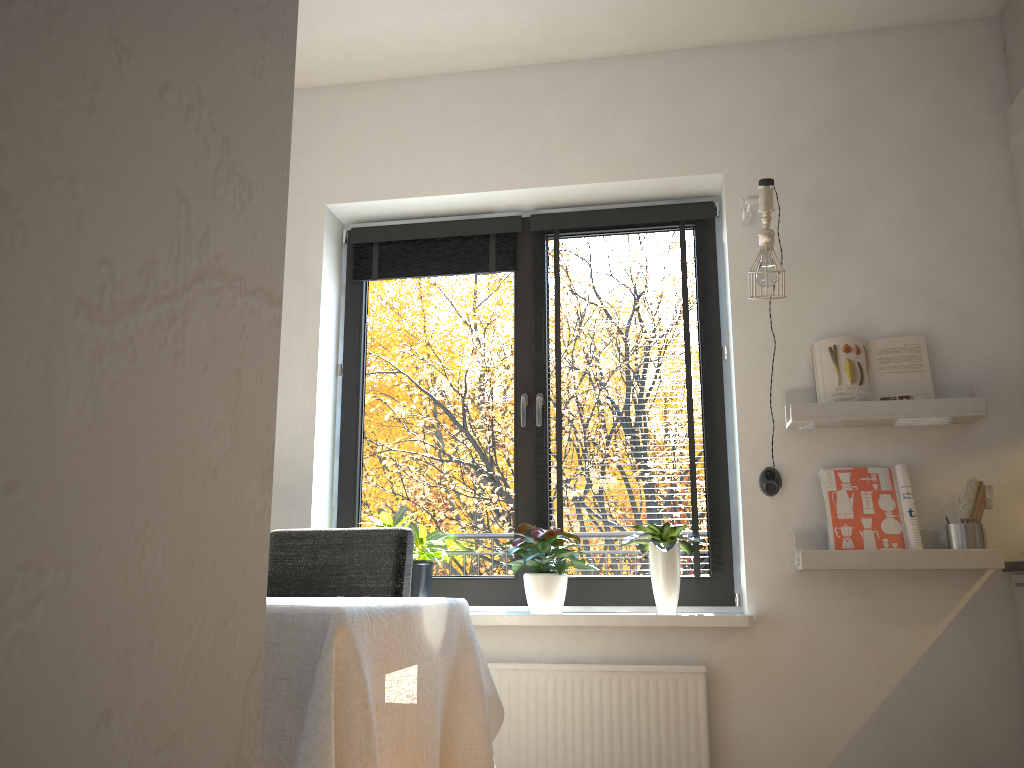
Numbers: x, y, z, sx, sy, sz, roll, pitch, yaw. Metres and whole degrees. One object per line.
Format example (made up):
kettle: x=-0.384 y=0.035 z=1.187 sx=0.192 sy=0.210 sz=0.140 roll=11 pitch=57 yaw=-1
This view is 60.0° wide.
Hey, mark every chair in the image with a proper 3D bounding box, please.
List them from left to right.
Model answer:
chair: x=-0.574 y=0.851 z=2.343 sx=0.461 sy=0.957 sz=0.546 roll=-3 pitch=-13 yaw=15

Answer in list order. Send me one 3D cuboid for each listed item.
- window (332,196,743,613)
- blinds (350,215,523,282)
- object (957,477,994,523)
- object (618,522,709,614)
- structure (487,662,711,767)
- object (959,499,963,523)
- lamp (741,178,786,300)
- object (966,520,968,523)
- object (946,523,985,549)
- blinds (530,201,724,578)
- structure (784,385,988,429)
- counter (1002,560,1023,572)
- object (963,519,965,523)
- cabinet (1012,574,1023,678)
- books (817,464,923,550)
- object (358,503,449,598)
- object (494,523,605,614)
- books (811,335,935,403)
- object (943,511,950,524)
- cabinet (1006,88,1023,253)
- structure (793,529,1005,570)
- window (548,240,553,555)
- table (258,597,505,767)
window: x=0.054 y=0.072 z=3.430 sx=1.561 sy=1.583 sz=0.120 roll=-2 pitch=-12 yaw=10
blinds: x=-0.308 y=-0.546 z=3.587 sx=0.710 sy=0.229 sz=0.049 roll=-2 pitch=-12 yaw=10
object: x=1.450 y=0.423 z=2.770 sx=0.119 sy=0.266 sz=0.060 roll=0 pitch=-12 yaw=1
object: x=0.515 y=0.628 z=3.048 sx=0.292 sy=0.315 sz=0.355 roll=0 pitch=-12 yaw=1
structure: x=-0.083 y=1.168 z=2.962 sx=1.457 sy=0.458 sz=0.078 roll=-3 pitch=-12 yaw=11
object: x=1.421 y=0.462 z=2.794 sx=0.007 sy=0.200 sz=0.020 roll=-7 pitch=-14 yaw=31
lamp: x=0.861 y=-0.464 z=3.033 sx=0.131 sy=0.394 sz=0.312 roll=-3 pitch=-13 yaw=14
object: x=1.433 y=0.472 z=2.800 sx=0.007 sy=0.177 sz=0.039 roll=9 pitch=-15 yaw=-38
object: x=1.429 y=0.504 z=2.790 sx=0.103 sy=0.124 sz=0.103 roll=-2 pitch=-12 yaw=7
blinds: x=0.427 y=0.006 z=3.336 sx=0.710 sy=1.418 sz=0.049 roll=-2 pitch=-12 yaw=10
structure: x=1.217 y=0.065 z=2.923 sx=0.594 sy=0.129 sz=0.147 roll=-2 pitch=-13 yaw=10
counter: x=1.493 y=0.189 z=0.715 sx=0.622 sy=0.192 sz=4.262 roll=-2 pitch=-13 yaw=10
object: x=1.413 y=0.476 z=2.803 sx=0.067 sy=0.165 sz=0.007 roll=-8 pitch=-14 yaw=32
cabinet: x=1.210 y=0.483 z=0.705 sx=0.040 sy=0.688 sz=4.236 roll=-2 pitch=-13 yaw=10
books: x=1.159 y=0.424 z=2.871 sx=0.283 sy=0.329 sz=0.139 roll=-2 pitch=-12 yaw=8
object: x=-0.358 y=0.624 z=3.182 sx=0.333 sy=0.383 sz=0.300 roll=-6 pitch=-13 yaw=25
object: x=0.113 y=0.635 z=3.064 sx=0.380 sy=0.308 sz=0.372 roll=3 pitch=-13 yaw=-15
books: x=1.208 y=-0.019 z=2.962 sx=0.364 sy=0.298 sz=0.110 roll=-2 pitch=-12 yaw=10
object: x=1.401 y=0.481 z=2.809 sx=0.089 sy=0.158 sz=0.007 roll=7 pitch=-14 yaw=-29
cabinet: x=1.568 y=-0.898 z=0.932 sx=0.458 sy=1.066 sz=4.248 roll=-2 pitch=-13 yaw=10
structure: x=1.217 y=0.526 z=2.826 sx=0.594 sy=0.129 sz=0.147 roll=-2 pitch=-13 yaw=10
window: x=0.400 y=4.819 z=14.608 sx=12.988 sy=18.316 sz=21.868 roll=-10 pitch=-16 yaw=39
table: x=-0.989 y=0.863 z=1.943 sx=1.856 sy=0.760 sz=1.239 roll=-2 pitch=-13 yaw=11
